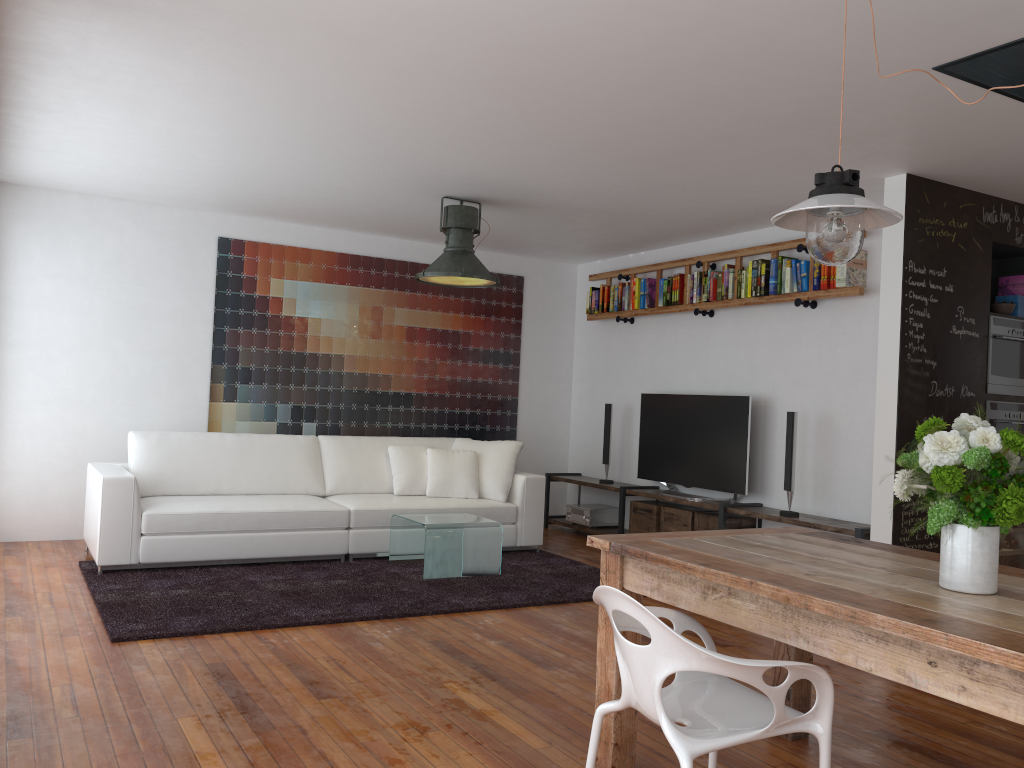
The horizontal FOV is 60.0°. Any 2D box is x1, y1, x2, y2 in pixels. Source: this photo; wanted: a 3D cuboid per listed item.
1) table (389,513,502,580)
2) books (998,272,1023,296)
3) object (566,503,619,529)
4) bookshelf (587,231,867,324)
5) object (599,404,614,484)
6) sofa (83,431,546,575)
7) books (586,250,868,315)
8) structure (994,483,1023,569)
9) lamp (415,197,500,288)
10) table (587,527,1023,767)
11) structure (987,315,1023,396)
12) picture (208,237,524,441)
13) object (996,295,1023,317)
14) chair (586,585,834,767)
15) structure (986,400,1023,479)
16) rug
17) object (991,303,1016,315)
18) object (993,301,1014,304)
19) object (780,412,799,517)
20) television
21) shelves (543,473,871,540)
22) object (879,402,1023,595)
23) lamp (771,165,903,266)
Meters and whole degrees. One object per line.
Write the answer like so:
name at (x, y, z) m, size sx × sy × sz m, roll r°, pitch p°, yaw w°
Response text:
table at (-0.446, 1.060, 5.894) m, size 0.551 × 0.337 × 0.565 m, roll 3°, pitch -1°, yaw -30°
books at (3.203, -0.550, 5.610) m, size 0.152 × 0.303 × 0.230 m, roll 3°, pitch -1°, yaw -30°
object at (0.729, 1.162, 7.818) m, size 0.400 × 0.170 × 0.350 m, roll 3°, pitch -1°, yaw -31°
bookshelf at (1.501, -0.755, 6.893) m, size 0.161 × 0.465 × 2.983 m, roll 3°, pitch -1°, yaw -30°
object at (0.830, 0.513, 7.643) m, size 0.089 × 0.687 × 0.089 m, roll 2°, pitch -2°, yaw 45°
sofa at (-1.323, 0.790, 6.380) m, size 3.086 × 0.842 × 0.987 m, roll 3°, pitch -1°, yaw -30°
books at (2.426, -1.585, 5.860) m, size 0.733 × 1.974 × 5.671 m, roll 4°, pitch -1°, yaw -41°
structure at (3.026, 0.973, 5.334) m, size 0.582 × 0.763 × 0.081 m, roll 3°, pitch -1°, yaw -30°
lamp at (-0.354, -0.967, 5.999) m, size 0.572 × 0.561 × 0.572 m, roll 3°, pitch -1°, yaw -25°
table at (1.113, 0.885, 2.266) m, size 0.969 × 0.735 × 1.910 m, roll 3°, pitch -1°, yaw -30°
structure at (3.077, -0.160, 5.363) m, size 0.585 × 0.462 × 0.052 m, roll 3°, pitch -1°, yaw -30°
picture at (-1.138, -0.008, 7.567) m, size 2.770 × 2.136 × 0.007 m, roll 3°, pitch -1°, yaw -30°
object at (3.095, -0.475, 5.503) m, size 0.110 × 0.136 × 0.136 m, roll 4°, pitch -1°, yaw -37°
chair at (0.458, 0.862, 2.247) m, size 0.505 × 0.710 × 0.577 m, roll 3°, pitch -1°, yaw -25°
structure at (3.053, 0.343, 5.354) m, size 0.585 × 0.462 × 0.052 m, roll 3°, pitch -1°, yaw -30°
rug at (-0.863, 1.211, 5.542) m, size 3.193 × 0.019 × 1.895 m, roll 3°, pitch -1°, yaw -30°
object at (2.988, -0.449, 5.399) m, size 0.132 × 0.069 × 0.132 m, roll 3°, pitch -1°, yaw 3°
object at (2.995, -0.482, 5.392) m, size 0.116 × 0.042 × 0.077 m, roll 3°, pitch -1°, yaw -17°
object at (1.843, 0.527, 5.848) m, size 0.089 × 0.687 × 0.089 m, roll 3°, pitch -1°, yaw -20°
television at (1.378, 0.475, 6.804) m, size 0.298 × 0.786 × 1.230 m, roll 3°, pitch -1°, yaw -30°
shelves at (1.342, 1.098, 6.793) m, size 0.414 × 0.506 × 3.473 m, roll 3°, pitch -1°, yaw -30°
object at (1.175, 0.281, 2.270) m, size 0.432 × 0.476 × 0.371 m, roll 3°, pitch -1°, yaw 12°
lamp at (0.973, -0.507, 2.666) m, size 0.372 × 0.306 × 0.372 m, roll 4°, pitch -1°, yaw -36°
